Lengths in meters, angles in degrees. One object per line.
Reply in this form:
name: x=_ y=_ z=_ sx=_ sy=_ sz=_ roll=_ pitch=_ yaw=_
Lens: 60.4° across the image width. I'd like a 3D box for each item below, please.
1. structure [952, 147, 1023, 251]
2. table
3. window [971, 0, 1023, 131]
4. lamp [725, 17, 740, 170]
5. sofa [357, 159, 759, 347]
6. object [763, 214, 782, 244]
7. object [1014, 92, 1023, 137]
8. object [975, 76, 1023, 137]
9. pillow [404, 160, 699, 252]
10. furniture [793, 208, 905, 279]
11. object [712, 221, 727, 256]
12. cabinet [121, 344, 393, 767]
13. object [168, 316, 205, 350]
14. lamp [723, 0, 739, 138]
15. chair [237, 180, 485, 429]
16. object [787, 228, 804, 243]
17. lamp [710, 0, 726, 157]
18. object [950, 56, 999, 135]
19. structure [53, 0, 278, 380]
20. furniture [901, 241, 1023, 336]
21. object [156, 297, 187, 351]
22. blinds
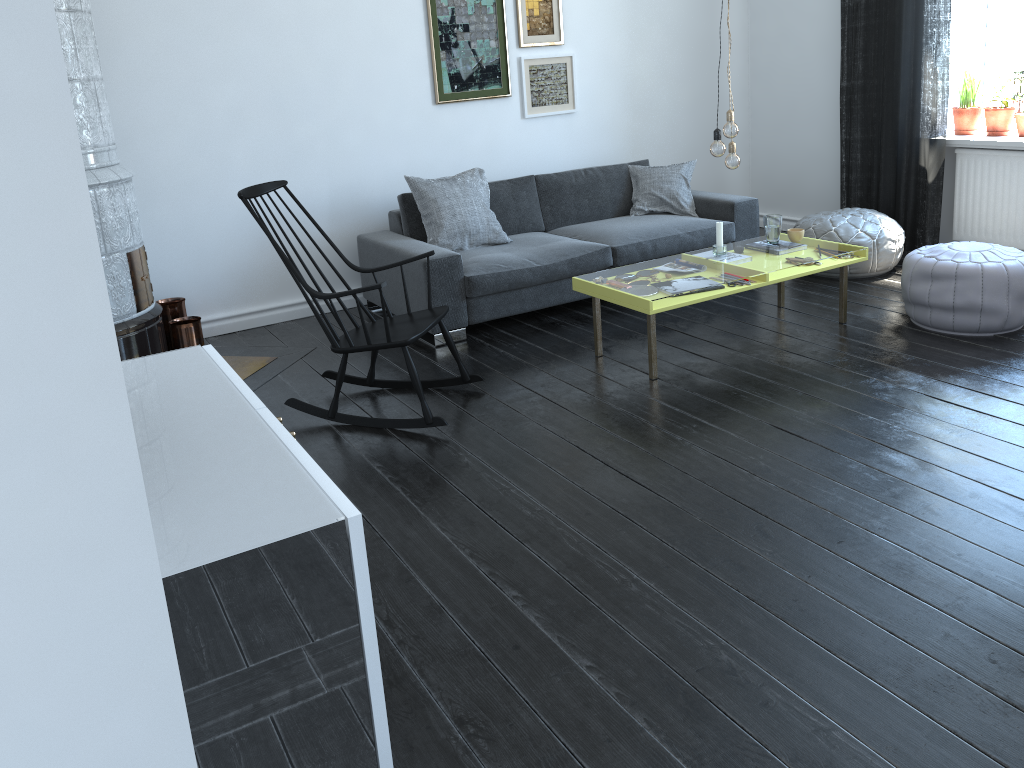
structure: x=3.125 y=-1.067 z=5.234 sx=0.074 sy=0.609 sz=1.087 roll=-12 pitch=20 yaw=-27
table: x=1.061 y=-0.417 z=4.422 sx=1.416 sy=0.388 sz=0.613 roll=-15 pitch=21 yaw=-27
window: x=3.404 y=-2.443 z=5.075 sx=0.108 sy=1.930 sz=1.600 roll=-12 pitch=18 yaw=-27
lamp: x=1.014 y=-1.740 z=4.081 sx=0.074 sy=1.455 sz=0.091 roll=-6 pitch=14 yaw=-4
sofa: x=0.330 y=-0.941 z=5.554 sx=2.399 sy=0.703 sz=1.107 roll=-15 pitch=21 yaw=-27
object: x=1.393 y=-0.827 z=4.705 sx=0.097 sy=0.142 sz=0.100 roll=2 pitch=17 yaw=21
object: x=3.161 y=-1.646 z=5.360 sx=0.195 sy=0.270 sz=0.181 roll=4 pitch=18 yaw=27
object: x=3.073 y=-1.749 z=5.530 sx=0.235 sy=0.359 sz=0.265 roll=-9 pitch=17 yaw=-16
pillow: x=0.316 y=-1.208 z=5.620 sx=2.073 sy=0.478 sz=0.489 roll=-13 pitch=19 yaw=-23
furniture: x=2.124 y=-0.915 z=5.607 sx=0.686 sy=0.371 sz=0.694 roll=-14 pitch=21 yaw=-27
object: x=1.068 y=-0.751 z=4.528 sx=0.074 sy=0.168 sz=0.077 roll=-3 pitch=15 yaw=6
cabinet: x=-0.738 y=0.452 z=1.930 sx=0.596 sy=0.713 sz=1.226 roll=-13 pitch=20 yaw=-27
object: x=-1.787 y=-0.254 z=4.852 sx=0.177 sy=0.194 sz=0.174 roll=-17 pitch=21 yaw=-37
lamp: x=0.984 y=-1.870 z=4.007 sx=0.074 sy=1.455 sz=0.076 roll=0 pitch=15 yaw=18
chair: x=-0.662 y=-0.374 z=3.807 sx=0.905 sy=0.977 sz=0.631 roll=0 pitch=17 yaw=16
object: x=1.511 y=-0.788 z=4.690 sx=0.087 sy=0.065 sz=0.089 roll=-5 pitch=18 yaw=0
lamp: x=0.929 y=-1.781 z=4.006 sx=0.086 sy=1.455 sz=0.076 roll=1 pitch=15 yaw=22
object: x=2.970 y=-1.868 z=5.694 sx=0.303 sy=0.485 sz=0.340 roll=10 pitch=22 yaw=42
structure: x=-2.062 y=-1.389 z=4.211 sx=1.269 sy=2.809 sz=0.801 roll=0 pitch=15 yaw=16
furniture: x=2.296 y=-0.493 z=4.433 sx=0.618 sy=0.407 sz=0.626 roll=-16 pitch=22 yaw=-32
object: x=-1.914 y=-0.332 z=4.976 sx=0.175 sy=0.273 sz=0.179 roll=-13 pitch=18 yaw=-27
blinds: x=2.423 y=-2.311 z=5.651 sx=0.113 sy=2.890 sz=0.819 roll=-12 pitch=16 yaw=-28
